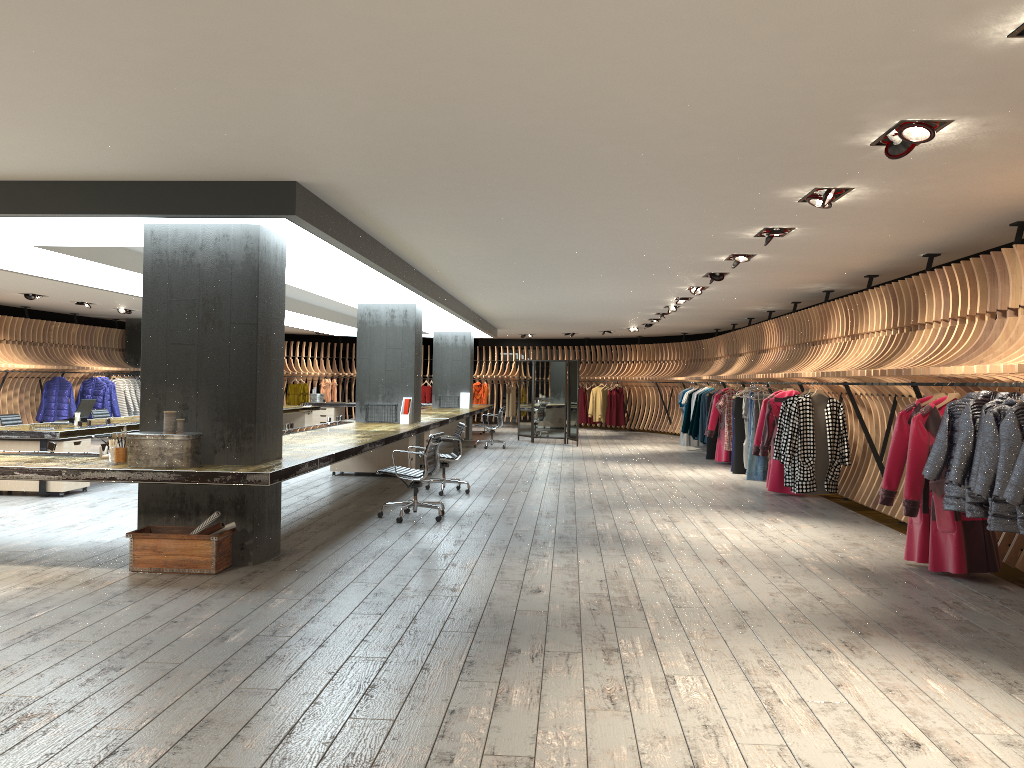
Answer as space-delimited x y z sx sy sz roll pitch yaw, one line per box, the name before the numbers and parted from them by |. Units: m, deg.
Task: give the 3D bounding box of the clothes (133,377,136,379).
clothes | -9.026 0.458 21.082 0.885 1.239 0.245 1 -1 0

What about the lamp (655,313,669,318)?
lamp | 2.982 -1.430 17.541 0.269 0.286 0.492 1 0 4

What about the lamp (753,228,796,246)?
lamp | 2.364 -1.403 7.992 0.269 0.295 0.492 1 0 4

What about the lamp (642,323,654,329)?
lamp | 3.185 -1.434 20.724 0.269 0.291 0.492 1 0 -1

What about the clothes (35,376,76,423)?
clothes | -9.254 0.465 17.996 0.885 1.239 0.245 1 -1 0

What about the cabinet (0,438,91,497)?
cabinet | -5.616 0.958 10.346 1.131 0.630 0.593 1 0 4

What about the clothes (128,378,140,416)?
clothes | -8.921 0.392 20.691 0.752 1.062 0.128 1 -1 2

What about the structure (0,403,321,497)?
structure | -5.312 0.839 15.170 1.162 0.844 10.450 1 0 4

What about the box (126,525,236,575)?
box | -2.389 1.199 6.407 0.664 0.282 0.341 1 0 4

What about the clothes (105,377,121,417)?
clothes | -9.144 0.461 19.704 0.885 1.239 0.245 1 -1 0

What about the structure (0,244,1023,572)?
structure | -3.088 0.025 10.746 14.882 2.440 36.549 1 0 4

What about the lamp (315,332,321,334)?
lamp | -5.562 -1.590 25.937 0.492 0.297 0.269 1 0 -36

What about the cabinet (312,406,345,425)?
cabinet | -4.872 0.925 23.571 0.593 0.630 1.131 1 0 4

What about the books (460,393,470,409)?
books | -1.099 0.388 20.663 0.215 0.368 0.073 1 -1 4

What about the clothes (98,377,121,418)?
clothes | -9.076 0.461 19.521 0.883 1.246 0.249 1 -1 1

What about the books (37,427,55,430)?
books | -5.364 0.509 10.206 0.155 0.025 0.110 1 0 -1

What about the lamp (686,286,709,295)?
lamp | 2.673 -1.419 12.767 0.269 0.284 0.492 1 0 4

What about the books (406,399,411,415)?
books | -1.538 0.402 13.179 0.048 0.368 0.215 1 -1 4

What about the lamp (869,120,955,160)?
lamp | 2.158 -1.392 4.810 0.269 0.302 0.492 1 0 4

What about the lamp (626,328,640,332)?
lamp | 3.078 -1.443 22.313 0.269 0.287 0.492 1 0 -16

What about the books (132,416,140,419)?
books | -5.446 0.503 13.171 0.366 0.026 0.213 1 0 14

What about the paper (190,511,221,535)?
paper | -2.317 1.115 6.316 0.572 0.460 0.043 1 -1 21

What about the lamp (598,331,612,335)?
lamp | 2.553 -1.454 23.811 0.269 0.292 0.492 1 0 -29

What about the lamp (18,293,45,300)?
lamp | -8.402 -1.605 15.580 0.269 0.292 0.492 1 0 4

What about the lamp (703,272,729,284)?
lamp | 2.570 -1.412 11.175 0.269 0.291 0.492 1 0 4

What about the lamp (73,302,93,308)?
lamp | -8.299 -1.607 17.172 0.269 0.294 0.492 1 0 4

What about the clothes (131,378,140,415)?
clothes | -8.910 0.392 20.869 0.752 1.062 0.128 1 -1 2

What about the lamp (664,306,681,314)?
lamp | 2.879 -1.419 15.949 0.269 0.301 0.492 1 0 4

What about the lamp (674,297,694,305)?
lamp | 2.776 -1.417 14.358 0.269 0.296 0.492 1 0 4

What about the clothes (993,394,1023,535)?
clothes | 3.176 0.477 5.330 0.530 0.856 0.234 1 -1 3

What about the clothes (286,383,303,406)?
clothes | -6.532 0.474 26.680 0.665 1.045 0.168 1 -1 35

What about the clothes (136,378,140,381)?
clothes | -8.871 0.446 21.231 0.807 1.187 0.191 1 -1 4

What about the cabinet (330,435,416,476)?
cabinet | -2.019 1.007 12.939 1.131 0.630 0.593 1 0 4

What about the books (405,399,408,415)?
books | -1.560 0.402 13.180 0.048 0.368 0.215 1 -1 4

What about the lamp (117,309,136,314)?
lamp | -8.196 -1.615 18.763 0.269 0.286 0.492 1 0 4

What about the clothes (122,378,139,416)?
clothes | -8.938 0.393 20.429 0.752 1.062 0.128 1 -1 2

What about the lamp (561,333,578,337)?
lamp | 1.653 -1.473 25.117 0.269 0.294 0.493 1 0 -41

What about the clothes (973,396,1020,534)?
clothes | 3.168 0.500 5.456 0.585 0.854 0.211 1 -1 31

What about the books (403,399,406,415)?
books | -1.581 0.401 13.182 0.048 0.368 0.215 1 -1 4

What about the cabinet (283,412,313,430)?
cabinet | -5.114 0.934 19.878 1.131 0.630 0.593 1 0 4

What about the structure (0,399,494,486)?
structure | -3.493 0.870 14.837 4.836 0.844 18.472 1 0 4

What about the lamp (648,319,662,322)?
lamp | 3.085 -1.429 19.132 0.269 0.294 0.492 1 0 4

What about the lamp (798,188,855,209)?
lamp | 2.261 -1.400 6.401 0.269 0.294 0.492 1 0 4

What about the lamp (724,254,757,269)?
lamp | 2.467 -1.407 9.584 0.269 0.294 0.492 1 0 4

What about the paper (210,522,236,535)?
paper | -2.311 1.142 6.374 0.624 0.290 0.041 1 -1 -15

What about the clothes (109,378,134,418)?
clothes | -8.953 0.393 20.194 0.752 1.062 0.128 1 -1 2

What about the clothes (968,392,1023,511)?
clothes | 3.187 0.474 5.631 0.511 0.854 0.227 1 -1 24

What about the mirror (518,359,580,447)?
mirror | 0.839 0.397 20.125 2.112 1.892 0.443 1 -1 45

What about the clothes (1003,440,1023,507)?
clothes | 3.134 0.502 5.001 0.181 0.854 0.682 2 -1 -43

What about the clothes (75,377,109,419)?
clothes | -9.243 0.467 19.390 0.880 1.261 0.242 1 -1 0

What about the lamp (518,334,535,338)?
lamp | 0.442 -1.497 26.143 0.493 0.292 0.269 1 0 36

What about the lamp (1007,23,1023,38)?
lamp | 2.055 -1.390 3.218 0.269 0.298 0.492 1 0 4

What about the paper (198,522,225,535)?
paper | -2.355 1.143 6.353 0.723 0.365 0.047 1 -1 23

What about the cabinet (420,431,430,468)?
cabinet | -1.932 1.004 14.289 1.131 0.630 0.593 1 0 4

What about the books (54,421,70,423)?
books | -5.835 0.488 11.466 0.186 0.027 0.112 1 0 -11

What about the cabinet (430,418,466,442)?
cabinet | -1.664 0.988 20.339 1.131 0.630 0.593 1 0 4
